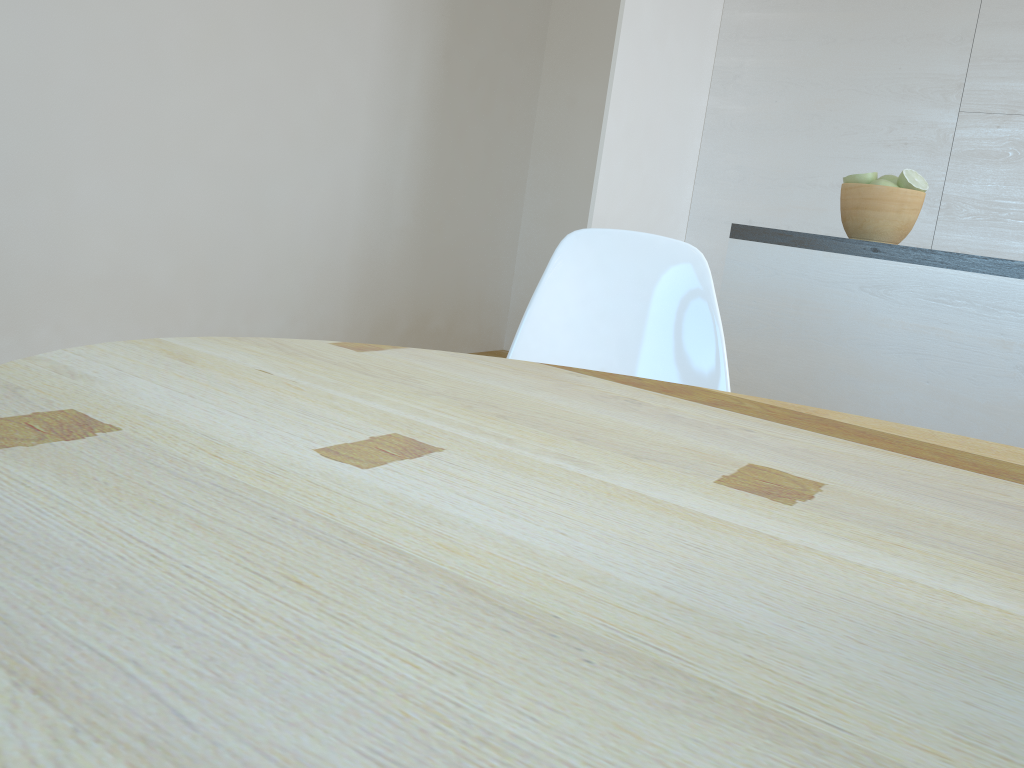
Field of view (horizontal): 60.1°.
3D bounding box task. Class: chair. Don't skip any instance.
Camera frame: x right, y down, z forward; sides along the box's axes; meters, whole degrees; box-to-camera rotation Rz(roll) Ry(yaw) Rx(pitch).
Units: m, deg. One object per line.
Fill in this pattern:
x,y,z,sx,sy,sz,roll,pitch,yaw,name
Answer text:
0.142,0.216,1.378,0.430,0.894,0.528,8,9,2,chair

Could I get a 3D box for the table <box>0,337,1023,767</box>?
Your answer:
0.475,0.548,0.397,2.204,0.719,1.197,15,12,31,table

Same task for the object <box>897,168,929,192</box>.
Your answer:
1.022,-0.513,2.258,0.077,0.071,0.075,2,11,-32,object

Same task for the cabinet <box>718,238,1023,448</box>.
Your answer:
1.669,0.294,2.028,2.417,0.902,0.602,15,11,32,cabinet

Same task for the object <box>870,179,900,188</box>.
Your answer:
0.952,-0.480,2.267,0.097,0.085,0.082,8,10,-3,object

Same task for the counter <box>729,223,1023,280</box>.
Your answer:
1.735,-0.168,1.964,2.417,0.040,0.602,15,13,32,counter

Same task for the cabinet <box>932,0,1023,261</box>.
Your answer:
3.253,-0.497,3.033,3.223,2.281,0.482,14,10,32,cabinet

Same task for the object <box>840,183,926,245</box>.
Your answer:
0.955,-0.439,2.309,0.205,0.140,0.207,7,10,-6,object

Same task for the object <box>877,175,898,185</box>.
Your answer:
0.998,-0.502,2.333,0.086,0.098,0.103,1,12,-36,object

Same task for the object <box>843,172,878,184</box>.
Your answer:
0.912,-0.527,2.325,0.086,0.065,0.084,-2,14,-44,object
